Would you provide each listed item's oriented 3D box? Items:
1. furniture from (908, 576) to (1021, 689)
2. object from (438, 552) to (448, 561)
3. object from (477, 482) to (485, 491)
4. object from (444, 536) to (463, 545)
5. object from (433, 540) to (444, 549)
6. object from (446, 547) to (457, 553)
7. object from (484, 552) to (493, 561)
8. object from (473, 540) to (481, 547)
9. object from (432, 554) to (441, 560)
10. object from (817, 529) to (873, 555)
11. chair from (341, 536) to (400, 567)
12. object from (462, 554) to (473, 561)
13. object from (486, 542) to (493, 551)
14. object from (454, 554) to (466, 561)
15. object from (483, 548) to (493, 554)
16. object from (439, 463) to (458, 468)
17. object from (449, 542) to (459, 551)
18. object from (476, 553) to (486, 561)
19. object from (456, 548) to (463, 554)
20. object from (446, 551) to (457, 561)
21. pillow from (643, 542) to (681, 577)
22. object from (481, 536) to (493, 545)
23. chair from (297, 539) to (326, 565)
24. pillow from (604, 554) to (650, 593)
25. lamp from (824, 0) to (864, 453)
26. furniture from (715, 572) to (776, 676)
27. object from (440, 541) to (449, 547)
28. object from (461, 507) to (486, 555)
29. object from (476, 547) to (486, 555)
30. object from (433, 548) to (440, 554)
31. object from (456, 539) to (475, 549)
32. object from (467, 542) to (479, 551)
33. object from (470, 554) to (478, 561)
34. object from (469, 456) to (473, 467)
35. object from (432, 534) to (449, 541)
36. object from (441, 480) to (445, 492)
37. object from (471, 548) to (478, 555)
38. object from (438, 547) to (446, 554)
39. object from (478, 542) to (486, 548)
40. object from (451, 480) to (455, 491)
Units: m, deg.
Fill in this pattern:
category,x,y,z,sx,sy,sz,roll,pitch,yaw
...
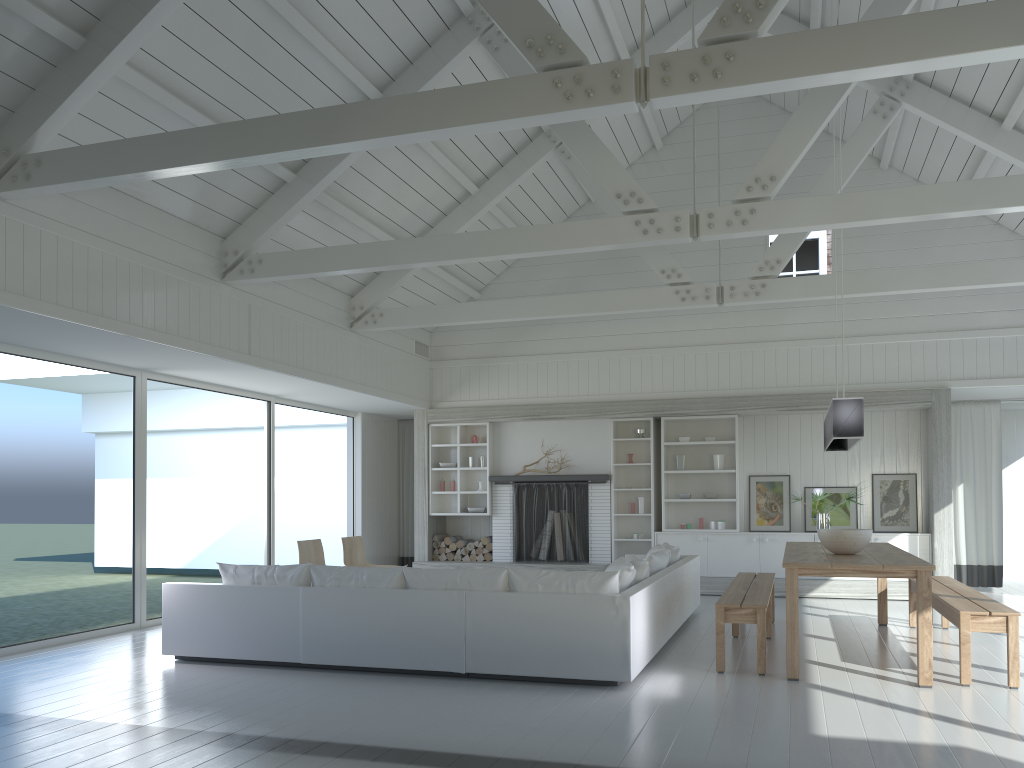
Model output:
category,x,y,z,sx,sy,sz,roll,pitch,yaw
furniture,3.376,1.816,6.736,0.340,0.469,2.695,-1,-7,18
object,-0.864,2.393,12.242,0.134,0.146,0.551,-2,-7,17
object,-0.419,1.383,11.892,0.137,0.130,0.138,-1,-5,5
object,-0.804,2.165,12.211,0.110,0.110,0.497,-2,-7,16
object,-0.965,2.221,12.261,0.109,0.109,0.497,-2,-7,16
object,-0.798,2.289,12.199,0.080,0.079,0.480,-2,-7,16
object,-0.254,2.347,12.030,0.110,0.110,0.497,-2,-7,16
object,-0.421,2.177,12.073,0.086,0.091,0.481,-2,-7,16
object,-0.964,2.403,12.265,0.108,0.106,0.517,-2,-7,16
object,2.488,1.180,6.593,0.389,0.184,0.392,-1,-6,9
chair,-1.564,2.035,9.491,0.555,0.778,0.597,-1,-4,18
object,-0.536,2.396,12.137,0.134,0.146,0.551,-2,-7,17
object,-0.234,2.211,12.026,0.109,0.109,0.497,-2,-7,16
object,-0.661,2.368,12.169,0.105,0.114,0.520,-2,-7,17
object,-0.281,2.264,12.033,0.080,0.079,0.480,-2,-7,16
object,-0.866,1.117,12.060,0.242,0.072,0.244,-1,-7,3
object,-0.737,2.240,12.187,0.109,0.109,0.497,-2,-7,16
object,-0.347,2.369,12.076,0.134,0.146,0.551,-2,-7,17
object,-0.656,2.294,12.146,0.080,0.079,0.480,-2,-7,16
object,-0.771,2.372,12.196,0.110,0.110,0.497,-2,-7,16
pillow,1.369,1.781,8.354,0.462,0.475,2.069,-1,-7,10
object,-0.294,2.135,12.048,0.110,0.110,0.497,-2,-7,16
chair,-1.856,1.942,8.765,0.555,0.778,0.597,-1,-4,18
pillow,0.824,1.578,6.782,0.466,0.476,1.326,-1,-7,9
lamp,2.589,-1.623,7.004,0.200,4.231,1.912,-1,-2,18
furniture,1.949,1.884,7.193,0.340,0.469,2.695,-1,-7,18
object,-0.877,2.209,12.219,0.080,0.079,0.480,-2,-7,16
object,-0.514,2.013,12.082,0.341,0.641,0.615,0,-4,3
object,-0.367,2.278,12.067,0.109,0.109,0.497,-2,-7,16
object,-0.970,2.309,12.247,0.080,0.079,0.480,-2,-7,16
object,-0.639,2.201,12.156,0.109,0.109,0.497,-2,-7,16
object,-0.493,2.221,12.109,0.109,0.109,0.497,-2,-7,16
object,-0.447,2.378,12.100,0.108,0.106,0.517,-2,-7,16
object,-0.552,1.038,11.945,0.054,0.196,0.054,-1,-2,19
object,-0.986,2.131,12.255,0.080,0.079,0.480,-2,-7,16
object,-0.947,1.376,12.065,0.054,0.196,0.054,-1,-2,19
object,-0.453,2.284,12.081,0.080,0.079,0.480,-2,-7,16
object,-0.884,2.302,12.233,0.109,0.109,0.497,-2,-7,16
object,-0.360,2.185,12.053,0.080,0.079,0.480,-2,-7,16
object,-0.803,1.369,12.019,0.054,0.196,0.054,-1,-2,19
